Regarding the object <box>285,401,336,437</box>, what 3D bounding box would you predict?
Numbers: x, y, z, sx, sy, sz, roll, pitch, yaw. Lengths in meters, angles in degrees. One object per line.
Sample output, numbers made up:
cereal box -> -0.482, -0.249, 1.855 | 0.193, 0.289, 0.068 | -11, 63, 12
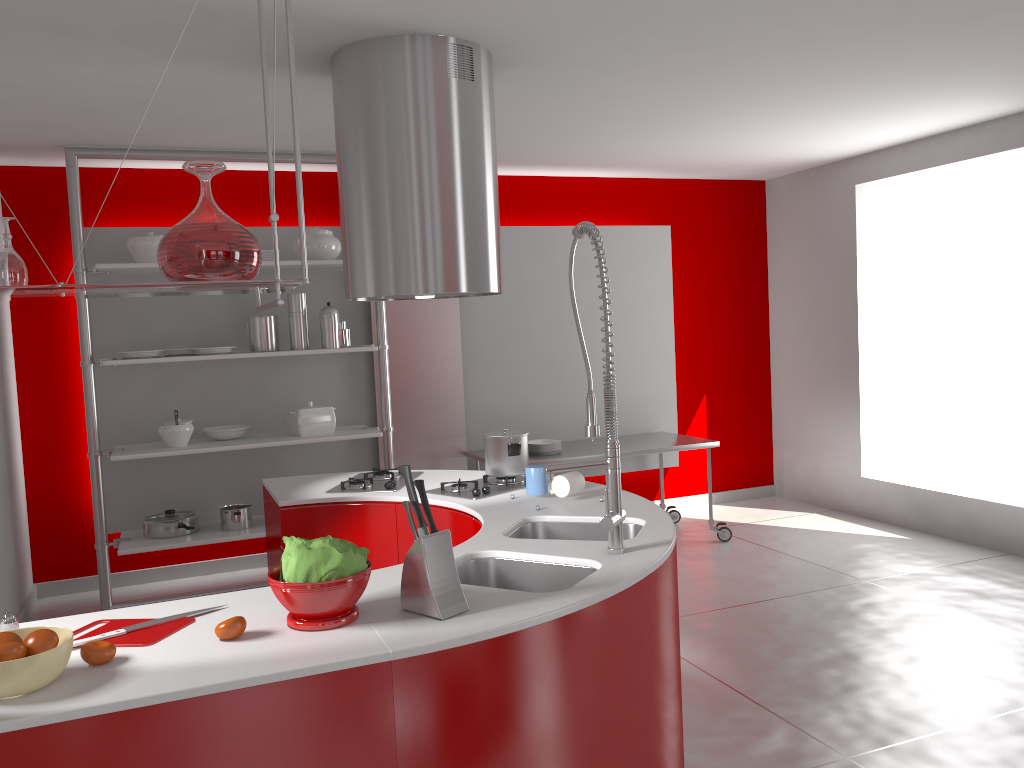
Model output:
object -> -1.214, 0.203, 5.348 | 0.282, 0.197, 0.235 | -5, 4, -31

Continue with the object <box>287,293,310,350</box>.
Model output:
object -> -1.254, -0.364, 5.207 | 0.109, 0.329, 0.110 | -4, 4, -24

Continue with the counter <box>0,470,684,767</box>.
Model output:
counter -> -0.454, 0.929, 2.635 | 1.868, 0.880, 2.865 | -2, 4, 12

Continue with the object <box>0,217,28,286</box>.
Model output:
object -> -0.974, -0.249, 1.715 | 0.060, 0.141, 0.060 | -4, 4, -21

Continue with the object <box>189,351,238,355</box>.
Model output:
object -> -1.686, -0.172, 5.018 | 0.280, 0.015, 0.280 | -2, 4, 8

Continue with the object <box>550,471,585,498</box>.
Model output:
object -> 0.191, 0.359, 3.189 | 0.109, 0.080, 0.100 | 0, 5, 38

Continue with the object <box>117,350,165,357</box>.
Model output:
object -> -2.045, -0.161, 4.890 | 0.244, 0.042, 0.244 | -6, 5, -37

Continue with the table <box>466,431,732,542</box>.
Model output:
table -> 0.581, 0.757, 5.994 | 1.627, 0.682, 0.749 | -4, 4, -20

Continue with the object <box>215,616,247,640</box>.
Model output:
object -> -0.601, 0.520, 1.894 | 0.064, 0.048, 0.063 | -6, 5, -43

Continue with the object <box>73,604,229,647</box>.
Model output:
object -> -0.816, 0.538, 1.995 | 0.375, 0.008, 0.041 | -6, 5, -45

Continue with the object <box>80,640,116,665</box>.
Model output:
object -> -0.830, 0.540, 1.781 | 0.065, 0.047, 0.063 | -4, 4, -22

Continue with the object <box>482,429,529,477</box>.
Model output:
object -> -0.023, 0.274, 3.603 | 0.218, 0.185, 0.189 | 0, 4, 31

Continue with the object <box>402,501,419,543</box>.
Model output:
object -> -0.213, 0.364, 2.002 | 0.091, 0.197, 0.009 | 0, 5, 39

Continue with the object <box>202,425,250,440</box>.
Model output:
object -> -1.692, 0.293, 5.260 | 0.272, 0.072, 0.272 | 0, 4, 32

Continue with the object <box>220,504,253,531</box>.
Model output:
object -> -1.615, 0.780, 5.199 | 0.196, 0.122, 0.182 | -1, 4, 26

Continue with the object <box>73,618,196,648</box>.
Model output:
object -> -0.859, 0.549, 1.959 | 0.266, 0.006, 0.168 | -2, 4, 5

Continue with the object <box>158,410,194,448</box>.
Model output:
object -> -1.901, 0.248, 5.016 | 0.192, 0.214, 0.192 | -5, 5, -35

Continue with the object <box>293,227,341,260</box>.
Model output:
object -> -1.175, -0.834, 5.347 | 0.287, 0.222, 0.287 | -1, 4, 23

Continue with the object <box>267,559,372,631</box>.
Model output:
object -> -0.426, 0.470, 1.987 | 0.228, 0.118, 0.229 | 0, 5, 40

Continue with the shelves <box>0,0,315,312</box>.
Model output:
shelves -> -0.929, -0.646, 1.761 | 0.934, 1.023, 0.462 | -4, 4, -21

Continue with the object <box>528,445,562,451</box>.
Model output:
object -> 0.195, 0.417, 5.779 | 0.228, 0.020, 0.228 | -6, 5, -40

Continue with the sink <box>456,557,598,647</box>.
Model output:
sink -> 0.010, 0.592, 2.332 | 0.428, 0.172, 0.326 | -1, 4, 29

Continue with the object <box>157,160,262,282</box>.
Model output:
object -> -0.652, -0.340, 1.906 | 0.213, 0.266, 0.213 | -2, 4, 7

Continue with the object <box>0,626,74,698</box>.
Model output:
object -> -0.937, 0.533, 1.675 | 0.201, 0.086, 0.201 | -4, 4, -20

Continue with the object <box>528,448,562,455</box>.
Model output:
object -> 0.196, 0.437, 5.780 | 0.228, 0.020, 0.228 | -6, 5, -40

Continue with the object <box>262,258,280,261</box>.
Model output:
object -> -1.471, -0.714, 5.200 | 0.200, 0.030, 0.200 | -4, 4, -21

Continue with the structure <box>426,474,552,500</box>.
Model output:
structure -> -0.088, 0.392, 3.540 | 0.303, 0.037, 0.457 | 1, 5, 43

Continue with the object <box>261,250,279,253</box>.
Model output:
object -> -1.473, -0.761, 5.197 | 0.200, 0.030, 0.200 | -4, 4, -21

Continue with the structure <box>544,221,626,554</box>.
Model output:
structure -> 0.209, 0.007, 2.452 | 0.178, 0.920, 0.308 | -1, 4, 22

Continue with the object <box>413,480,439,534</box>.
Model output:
object -> -0.177, 0.361, 2.042 | 0.130, 0.279, 0.012 | 0, 5, 39

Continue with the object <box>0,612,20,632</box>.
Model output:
object -> -1.099, 0.531, 1.937 | 0.043, 0.066, 0.042 | -3, 4, -8

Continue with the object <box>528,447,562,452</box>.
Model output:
object -> 0.196, 0.427, 5.780 | 0.228, 0.020, 0.228 | -6, 5, -40

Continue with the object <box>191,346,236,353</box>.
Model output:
object -> -1.686, -0.186, 5.017 | 0.244, 0.042, 0.244 | -6, 5, -37

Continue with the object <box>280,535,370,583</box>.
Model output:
object -> -0.419, 0.416, 1.988 | 0.198, 0.182, 0.193 | -4, 4, -16

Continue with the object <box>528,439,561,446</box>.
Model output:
object -> 0.194, 0.386, 5.777 | 0.228, 0.020, 0.228 | -6, 5, -40

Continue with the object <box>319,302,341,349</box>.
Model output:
object -> -1.073, -0.346, 5.227 | 0.115, 0.274, 0.115 | -5, 4, -29

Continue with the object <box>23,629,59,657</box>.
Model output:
object -> -0.910, 0.499, 1.711 | 0.066, 0.049, 0.062 | -4, 4, -14

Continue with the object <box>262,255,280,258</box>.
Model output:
object -> -1.471, -0.730, 5.199 | 0.200, 0.030, 0.200 | -4, 4, -21

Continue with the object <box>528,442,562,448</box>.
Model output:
object -> 0.194, 0.396, 5.778 | 0.228, 0.020, 0.228 | -6, 5, -40

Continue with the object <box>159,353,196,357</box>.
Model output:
object -> -1.931, -0.171, 5.174 | 0.280, 0.015, 0.280 | -2, 4, 15

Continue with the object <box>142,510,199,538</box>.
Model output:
object -> -1.967, 0.799, 5.093 | 0.308, 0.130, 0.407 | -4, 4, -14

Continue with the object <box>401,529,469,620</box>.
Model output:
object -> -0.179, 0.424, 2.013 | 0.137, 0.178, 0.091 | 1, 5, 41

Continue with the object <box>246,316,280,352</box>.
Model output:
object -> -1.455, -0.291, 5.177 | 0.184, 0.205, 0.172 | -4, 4, -16

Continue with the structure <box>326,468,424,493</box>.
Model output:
structure -> -0.573, 0.400, 3.766 | 0.303, 0.037, 0.457 | -2, 4, 8

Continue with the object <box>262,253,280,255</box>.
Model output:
object -> -1.472, -0.745, 5.198 | 0.200, 0.030, 0.200 | -4, 4, -21

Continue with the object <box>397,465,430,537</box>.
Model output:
object -> -0.203, 0.348, 2.026 | 0.150, 0.322, 0.014 | 0, 5, 39

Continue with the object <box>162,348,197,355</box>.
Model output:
object -> -1.931, -0.185, 5.173 | 0.244, 0.042, 0.244 | -5, 4, -30

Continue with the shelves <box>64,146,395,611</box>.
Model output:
shelves -> -1.566, -0.051, 5.205 | 1.735, 2.599, 0.535 | -4, 4, -21

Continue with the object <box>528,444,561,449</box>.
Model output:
object -> 0.195, 0.406, 5.778 | 0.228, 0.020, 0.228 | -6, 5, -40

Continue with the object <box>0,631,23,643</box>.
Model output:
object -> -0.977, 0.502, 1.705 | 0.066, 0.049, 0.062 | -4, 4, -25

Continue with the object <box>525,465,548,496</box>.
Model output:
object -> 0.079, 0.351, 3.256 | 0.109, 0.100, 0.080 | 1, 5, 41

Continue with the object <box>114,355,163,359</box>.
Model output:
object -> -2.044, -0.147, 4.891 | 0.280, 0.015, 0.280 | -2, 4, 15

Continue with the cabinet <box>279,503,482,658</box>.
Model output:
cabinet -> -0.721, 0.914, 2.573 | 1.025, 0.761, 1.875 | -1, 4, 24

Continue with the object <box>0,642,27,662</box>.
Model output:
object -> -0.942, 0.504, 1.654 | 0.065, 0.052, 0.062 | -6, 5, -37

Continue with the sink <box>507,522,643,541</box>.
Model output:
sink -> 0.203, 0.553, 2.777 | 0.428, 0.172, 0.326 | -2, 4, 17

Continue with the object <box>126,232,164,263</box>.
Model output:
object -> -2.029, -0.752, 4.951 | 0.231, 0.191, 0.231 | -1, 4, 19

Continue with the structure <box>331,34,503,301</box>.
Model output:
structure -> -0.380, -0.828, 3.605 | 0.644, 0.958, 0.644 | 0, 5, 35

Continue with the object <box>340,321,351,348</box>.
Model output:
object -> -1.054, -0.303, 5.439 | 0.127, 0.157, 0.127 | -3, 4, -11
